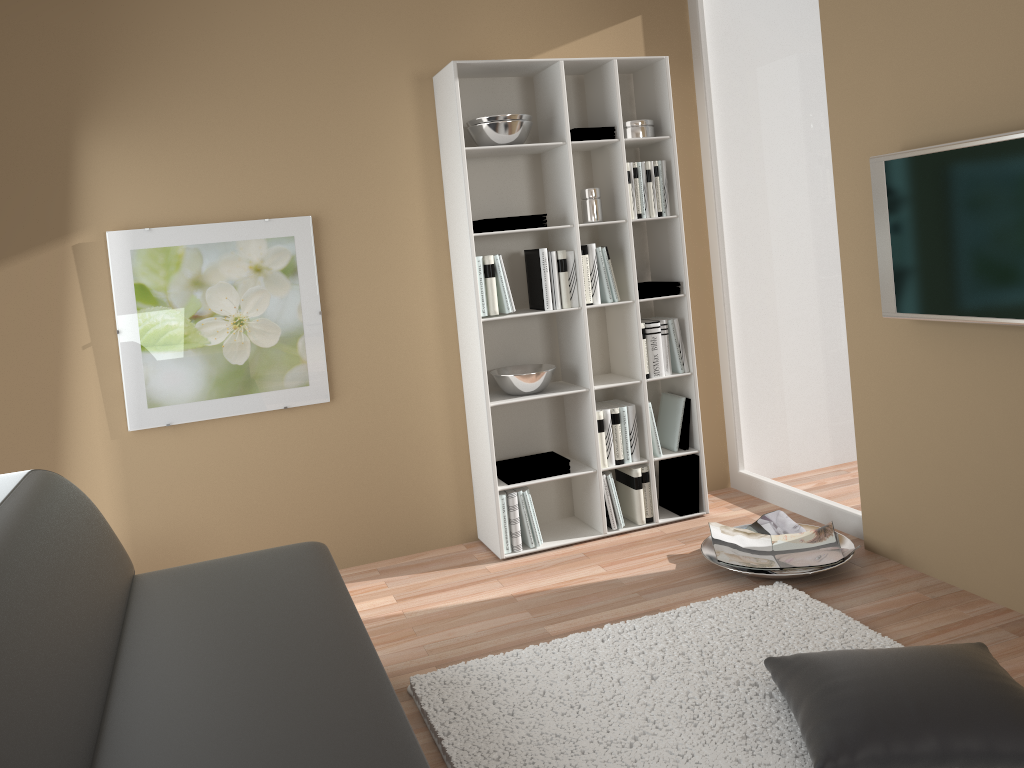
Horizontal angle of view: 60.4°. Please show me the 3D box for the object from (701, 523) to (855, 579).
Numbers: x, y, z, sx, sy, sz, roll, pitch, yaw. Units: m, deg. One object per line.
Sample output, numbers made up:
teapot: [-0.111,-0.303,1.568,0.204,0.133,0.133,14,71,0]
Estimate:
object: [1.047,0.674,3.481,0.591,0.063,0.585,-14,12,-43]

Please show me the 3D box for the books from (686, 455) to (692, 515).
books: [0.804,0.463,4.206,0.032,0.268,0.212,-6,5,-18]

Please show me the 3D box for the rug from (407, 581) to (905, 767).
rug: [0.661,0.953,2.042,1.456,0.045,2.037,-9,9,-19]

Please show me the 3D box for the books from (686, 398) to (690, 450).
books: [0.792,0.177,4.236,0.043,0.241,0.220,-6,5,-18]

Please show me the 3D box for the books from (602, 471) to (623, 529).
books: [0.433,0.520,4.071,0.058,0.256,0.208,-6,5,-18]

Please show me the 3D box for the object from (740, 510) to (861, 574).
object: [1.087,0.646,3.525,0.344,0.096,0.502,-8,9,-19]

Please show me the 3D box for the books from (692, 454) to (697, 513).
books: [0.829,0.459,4.217,0.032,0.267,0.212,-6,5,-18]

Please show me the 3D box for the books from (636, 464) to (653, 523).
books: [0.588,0.496,4.128,0.040,0.257,0.208,-6,5,-18]

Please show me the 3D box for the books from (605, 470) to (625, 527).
books: [0.444,0.514,4.091,0.058,0.256,0.208,-6,5,-18]

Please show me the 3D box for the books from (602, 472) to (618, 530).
books: [0.407,0.522,4.066,0.060,0.258,0.208,-6,5,-19]

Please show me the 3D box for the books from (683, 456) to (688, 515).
books: [0.782,0.467,4.200,0.032,0.267,0.212,-6,5,-18]

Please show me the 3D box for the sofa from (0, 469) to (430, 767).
sofa: [-0.698,0.724,1.720,0.956,0.828,2.272,-7,8,-19]

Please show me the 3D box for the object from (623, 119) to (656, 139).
object: [0.579,-1.190,4.158,0.190,0.089,0.194,-2,8,23]

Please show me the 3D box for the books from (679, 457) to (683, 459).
books: [0.760,0.467,4.196,0.032,0.269,0.215,-6,5,-18]

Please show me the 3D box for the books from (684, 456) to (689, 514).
books: [0.787,0.463,4.202,0.032,0.272,0.220,-6,5,-18]

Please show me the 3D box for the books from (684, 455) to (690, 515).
books: [0.793,0.465,4.204,0.032,0.267,0.212,-6,5,-18]

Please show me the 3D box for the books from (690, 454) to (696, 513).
books: [0.819,0.459,4.211,0.032,0.271,0.217,-6,5,-18]

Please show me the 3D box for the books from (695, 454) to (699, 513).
books: [0.840,0.458,4.220,0.032,0.267,0.212,-6,5,-18]

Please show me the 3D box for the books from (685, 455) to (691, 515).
books: [0.798,0.464,4.206,0.032,0.267,0.212,-6,5,-18]

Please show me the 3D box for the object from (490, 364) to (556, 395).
object: [0.056,-0.014,3.990,0.298,0.106,0.303,0,10,36]

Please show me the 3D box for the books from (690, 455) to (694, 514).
books: [0.812,0.459,4.214,0.032,0.269,0.215,-6,5,-18]

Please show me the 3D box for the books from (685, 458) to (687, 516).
books: [0.778,0.467,4.198,0.032,0.267,0.212,-6,5,-18]

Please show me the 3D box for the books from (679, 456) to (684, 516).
books: [0.765,0.466,4.198,0.032,0.269,0.215,-6,5,-18]

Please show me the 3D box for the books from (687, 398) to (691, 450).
books: [0.799,0.178,4.239,0.043,0.237,0.212,-6,5,-18]

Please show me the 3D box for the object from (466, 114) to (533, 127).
object: [-0.052,-1.133,3.954,0.298,0.106,0.303,0,10,36]

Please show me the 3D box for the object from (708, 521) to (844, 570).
object: [1.045,0.643,3.495,0.498,0.096,0.347,-4,8,11]

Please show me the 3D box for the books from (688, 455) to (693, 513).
books: [0.807,0.460,4.212,0.032,0.269,0.215,-6,5,-18]

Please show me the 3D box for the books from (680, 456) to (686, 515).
books: [0.773,0.466,4.195,0.032,0.271,0.217,-6,5,-18]

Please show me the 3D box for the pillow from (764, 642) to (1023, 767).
pillow: [0.988,0.798,2.197,0.608,0.208,0.589,-5,8,6]

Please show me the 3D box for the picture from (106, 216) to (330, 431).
picture: [-1.215,-0.268,3.696,0.819,0.812,0.019,-7,2,-19]

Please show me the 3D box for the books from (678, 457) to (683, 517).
books: [0.757,0.470,4.190,0.032,0.268,0.212,-6,5,-18]

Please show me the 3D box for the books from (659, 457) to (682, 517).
books: [0.752,0.471,4.190,0.032,0.267,0.212,-6,5,-18]

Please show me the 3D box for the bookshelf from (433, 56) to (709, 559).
bookshelf: [0.281,-0.398,4.079,1.043,2.131,0.333,-7,2,-19]

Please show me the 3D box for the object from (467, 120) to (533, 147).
object: [-0.050,-1.107,3.954,0.298,0.106,0.303,0,10,36]

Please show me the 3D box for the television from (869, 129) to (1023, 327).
television: [1.516,-0.457,2.591,0.054,0.574,1.181,-6,7,-19]

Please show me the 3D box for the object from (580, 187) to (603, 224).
object: [0.366,-0.818,4.044,0.093,0.161,0.094,-6,4,-5]

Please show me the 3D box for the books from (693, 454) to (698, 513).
books: [0.834,0.456,4.218,0.032,0.272,0.220,-6,5,-18]

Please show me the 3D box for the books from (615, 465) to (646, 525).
books: [0.552,0.502,4.111,0.040,0.257,0.208,-6,5,-18]

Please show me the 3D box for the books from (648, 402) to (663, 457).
books: [0.625,0.200,4.145,0.060,0.258,0.208,-6,5,-19]

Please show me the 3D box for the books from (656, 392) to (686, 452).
books: [0.758,0.179,4.227,0.085,0.244,0.208,-6,5,-18]

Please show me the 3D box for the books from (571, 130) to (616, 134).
books: [0.314,-1.149,4.087,0.211,0.008,0.299,-9,10,-24]
